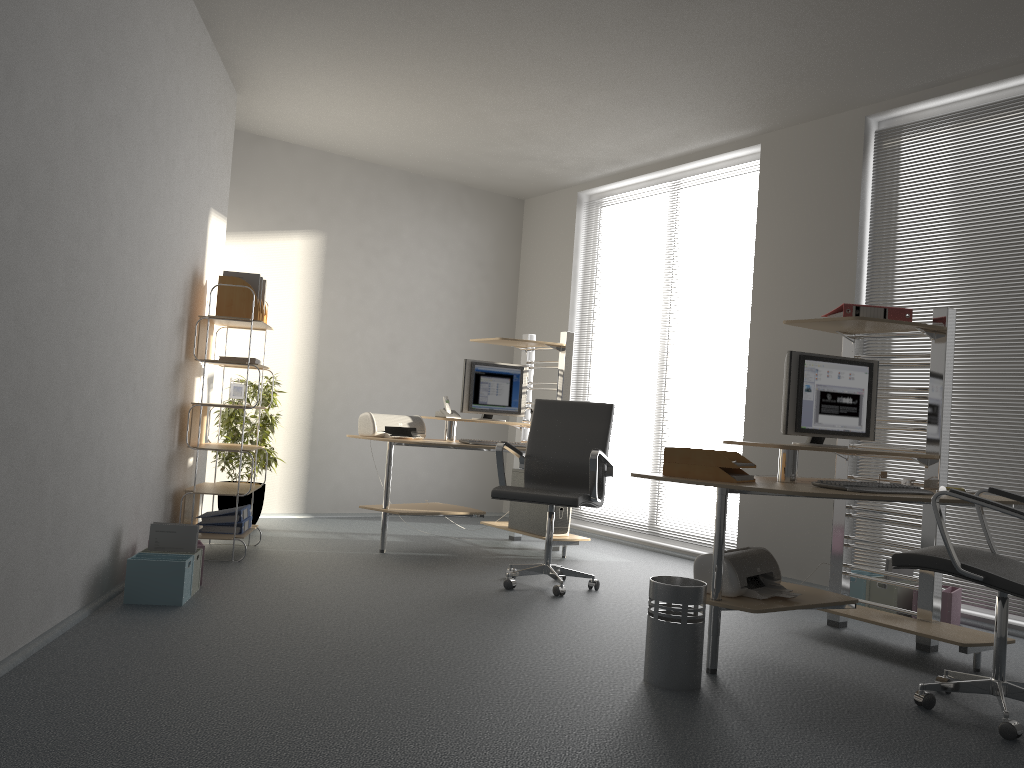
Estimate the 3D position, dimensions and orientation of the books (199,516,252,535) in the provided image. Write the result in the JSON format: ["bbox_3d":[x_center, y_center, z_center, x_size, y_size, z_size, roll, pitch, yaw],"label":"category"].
[{"bbox_3d":[-1.713,0.834,5.293,0.262,0.072,0.320,4,-2,-7],"label":"books"}]

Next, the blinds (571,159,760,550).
[{"bbox_3d":[1.106,-0.213,6.929,0.037,2.749,1.950,6,-3,-35],"label":"blinds"}]

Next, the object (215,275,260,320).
[{"bbox_3d":[-1.626,-0.500,5.290,0.243,0.259,0.113,4,-2,-10],"label":"object"}]

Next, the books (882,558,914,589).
[{"bbox_3d":[2.088,1.093,4.805,0.220,0.306,0.068,6,-3,-35],"label":"books"}]

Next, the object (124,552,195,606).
[{"bbox_3d":[-1.571,0.874,3.959,0.245,0.202,0.185,4,-2,-8],"label":"object"}]

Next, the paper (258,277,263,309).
[{"bbox_3d":[-1.648,-0.516,5.433,0.213,0.297,0.045,4,-2,-7],"label":"paper"}]

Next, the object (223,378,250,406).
[{"bbox_3d":[-1.650,0.047,5.329,0.077,0.161,0.192,4,-2,11],"label":"object"}]

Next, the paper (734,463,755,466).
[{"bbox_3d":[0.806,0.316,3.605,0.297,0.010,0.210,3,-3,34],"label":"paper"}]

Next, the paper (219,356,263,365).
[{"bbox_3d":[-1.659,-0.136,5.437,0.213,0.046,0.297,4,-2,-8],"label":"paper"}]

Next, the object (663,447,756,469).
[{"bbox_3d":[0.806,0.299,3.606,0.309,0.060,0.225,3,-3,34],"label":"object"}]

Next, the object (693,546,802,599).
[{"bbox_3d":[0.995,0.770,3.619,0.351,0.162,0.438,2,-3,39],"label":"object"}]

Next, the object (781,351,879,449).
[{"bbox_3d":[1.446,0.082,4.106,0.516,0.418,0.245,5,-2,-13],"label":"object"}]

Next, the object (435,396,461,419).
[{"bbox_3d":[-0.440,0.159,6.143,0.119,0.151,0.150,2,-3,41],"label":"object"}]

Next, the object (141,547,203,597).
[{"bbox_3d":[-1.597,0.879,4.142,0.245,0.202,0.185,4,-2,-8],"label":"object"}]

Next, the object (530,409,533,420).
[{"bbox_3d":[0.206,0.220,6.355,0.154,0.135,0.093,4,-2,2],"label":"object"}]

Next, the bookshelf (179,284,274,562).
[{"bbox_3d":[-1.685,0.226,5.327,0.381,1.572,0.724,4,-2,-7],"label":"bookshelf"}]

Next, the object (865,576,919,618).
[{"bbox_3d":[2.074,1.164,4.815,0.245,0.202,0.185,6,-3,-35],"label":"object"}]

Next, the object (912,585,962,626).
[{"bbox_3d":[2.225,1.168,4.645,0.185,0.202,0.245,2,-3,37],"label":"object"}]

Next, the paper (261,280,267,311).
[{"bbox_3d":[-1.657,-0.512,5.557,0.213,0.297,0.045,4,-2,-4],"label":"paper"}]

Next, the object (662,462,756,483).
[{"bbox_3d":[0.802,0.356,3.604,0.309,0.060,0.225,3,-3,34],"label":"object"}]

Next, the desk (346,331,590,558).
[{"bbox_3d":[-0.242,0.352,5.984,1.469,1.566,0.967,6,-3,-35],"label":"desk"}]

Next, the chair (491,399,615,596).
[{"bbox_3d":[0.230,0.606,4.969,0.584,1.048,0.652,3,-2,21],"label":"chair"}]

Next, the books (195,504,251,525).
[{"bbox_3d":[-1.719,0.778,5.294,0.263,0.100,0.320,4,-2,-7],"label":"books"}]

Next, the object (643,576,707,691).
[{"bbox_3d":[0.598,0.912,3.251,0.208,0.377,0.208,4,-2,9],"label":"object"}]

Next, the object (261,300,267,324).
[{"bbox_3d":[-1.656,-0.493,5.536,0.243,0.259,0.113,4,-2,-4],"label":"object"}]

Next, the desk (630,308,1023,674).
[{"bbox_3d":[1.357,0.378,3.692,1.469,1.566,0.967,6,-3,-35],"label":"desk"}]

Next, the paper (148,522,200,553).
[{"bbox_3d":[-1.594,0.809,4.160,0.220,0.306,0.068,4,-2,-8],"label":"paper"}]

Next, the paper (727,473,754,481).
[{"bbox_3d":[0.802,0.368,3.603,0.297,0.019,0.210,3,-3,34],"label":"paper"}]

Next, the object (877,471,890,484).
[{"bbox_3d":[1.692,0.432,4.037,0.054,0.064,0.159,3,-2,22],"label":"object"}]

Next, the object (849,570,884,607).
[{"bbox_3d":[1.969,1.162,4.967,0.245,0.202,0.185,6,-3,-35],"label":"object"}]

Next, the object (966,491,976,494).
[{"bbox_3d":[1.987,0.475,3.915,0.011,0.011,0.158,6,-3,-38],"label":"object"}]

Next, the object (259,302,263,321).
[{"bbox_3d":[-1.645,-0.497,5.412,0.243,0.259,0.113,4,-2,-7],"label":"object"}]

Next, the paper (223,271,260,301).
[{"bbox_3d":[-1.629,-0.520,5.310,0.213,0.297,0.045,4,-2,-10],"label":"paper"}]

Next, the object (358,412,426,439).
[{"bbox_3d":[-0.752,0.282,5.921,0.438,0.162,0.351,6,-3,-43],"label":"object"}]

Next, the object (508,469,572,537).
[{"bbox_3d":[0.202,0.825,6.205,0.199,0.422,0.471,6,-3,-35],"label":"object"}]

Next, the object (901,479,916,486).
[{"bbox_3d":[1.795,0.450,4.017,0.022,0.042,0.134,4,-2,7],"label":"object"}]

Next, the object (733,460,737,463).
[{"bbox_3d":[0.891,0.312,3.547,0.008,0.009,0.159,3,-2,19],"label":"object"}]

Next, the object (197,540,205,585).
[{"bbox_3d":[-1.657,0.883,4.361,0.245,0.202,0.185,5,-2,-26],"label":"object"}]

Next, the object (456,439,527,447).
[{"bbox_3d":[-0.230,0.419,6.116,0.478,0.082,0.814,5,-2,-27],"label":"object"}]

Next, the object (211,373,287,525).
[{"bbox_3d":[-1.912,0.470,6.451,0.544,1.147,0.644,4,-2,-6],"label":"object"}]

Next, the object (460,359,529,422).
[{"bbox_3d":[-0.142,0.055,6.378,0.516,0.418,0.245,5,-2,-20],"label":"object"}]

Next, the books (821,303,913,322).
[{"bbox_3d":[1.654,-0.315,4.152,0.320,0.072,0.262,4,-2,-3],"label":"books"}]

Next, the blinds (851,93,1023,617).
[{"bbox_3d":[2.710,-0.185,4.633,0.022,2.770,1.950,6,-3,-35],"label":"blinds"}]

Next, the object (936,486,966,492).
[{"bbox_3d":[1.921,0.461,3.866,0.132,0.026,0.132,6,-3,-35],"label":"object"}]

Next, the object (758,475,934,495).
[{"bbox_3d":[1.328,0.442,3.816,0.478,0.082,0.814,5,-2,-27],"label":"object"}]

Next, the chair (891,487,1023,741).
[{"bbox_3d":[1.755,0.645,3.134,0.652,1.048,0.584,2,-3,41],"label":"chair"}]
